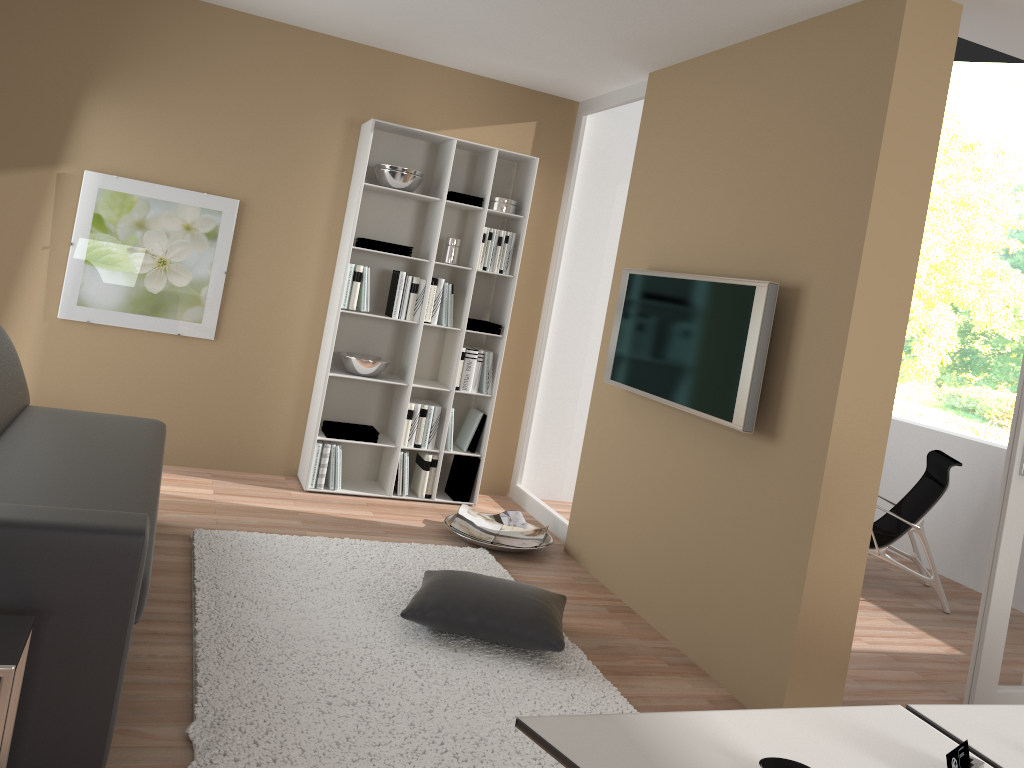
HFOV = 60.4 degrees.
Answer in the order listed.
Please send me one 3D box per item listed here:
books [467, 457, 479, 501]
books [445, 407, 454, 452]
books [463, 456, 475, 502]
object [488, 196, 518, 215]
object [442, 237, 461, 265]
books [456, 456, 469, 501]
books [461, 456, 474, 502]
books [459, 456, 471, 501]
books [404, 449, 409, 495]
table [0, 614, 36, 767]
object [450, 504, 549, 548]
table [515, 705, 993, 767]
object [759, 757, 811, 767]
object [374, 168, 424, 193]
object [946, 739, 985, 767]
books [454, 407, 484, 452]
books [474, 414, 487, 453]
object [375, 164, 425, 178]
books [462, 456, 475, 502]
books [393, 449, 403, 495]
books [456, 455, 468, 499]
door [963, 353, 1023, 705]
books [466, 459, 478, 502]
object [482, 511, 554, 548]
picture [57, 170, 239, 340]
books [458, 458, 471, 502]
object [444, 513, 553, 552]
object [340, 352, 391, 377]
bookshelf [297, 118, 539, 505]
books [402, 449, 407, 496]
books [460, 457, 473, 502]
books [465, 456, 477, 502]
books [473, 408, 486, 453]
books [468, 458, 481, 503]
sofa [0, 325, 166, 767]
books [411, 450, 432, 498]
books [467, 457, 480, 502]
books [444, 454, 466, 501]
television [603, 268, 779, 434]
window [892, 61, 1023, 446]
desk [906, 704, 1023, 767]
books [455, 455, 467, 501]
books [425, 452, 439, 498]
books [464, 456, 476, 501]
[{"bbox_3d":[-0.273,0.568,5.418,0.031,0.269,0.213,10,2,-21],"label":"books"},{"bbox_3d":[-0.396,0.260,5.357,0.059,0.260,0.209,10,2,-21],"label":"books"},{"bbox_3d":[-0.294,0.562,5.414,0.031,0.271,0.216,10,2,-21],"label":"books"},{"bbox_3d":[-0.064,-1.097,5.435,0.192,0.090,0.191,12,5,21],"label":"object"},{"bbox_3d":[-0.363,-0.799,5.301,0.093,0.162,0.094,10,1,-7],"label":"object"},{"bbox_3d":[-0.335,0.557,5.398,0.031,0.271,0.216,10,2,-21],"label":"books"},{"bbox_3d":[-0.303,0.564,5.407,0.031,0.269,0.213,10,2,-21],"label":"books"},{"bbox_3d":[-0.319,0.562,5.401,0.031,0.269,0.213,10,2,-21],"label":"books"},{"bbox_3d":[-0.651,0.513,5.286,0.057,0.258,0.209,10,2,-21],"label":"books"},{"bbox_3d":[-1.132,0.734,1.743,0.225,0.469,0.240,10,1,-21],"label":"table"},{"bbox_3d":[-0.072,0.776,4.696,0.500,0.096,0.343,11,6,9],"label":"object"},{"bbox_3d":[0.492,0.982,1.091,0.804,0.687,0.937,9,4,-24],"label":"table"},{"bbox_3d":[0.399,0.586,1.217,0.090,0.030,0.216,11,6,9],"label":"object"},{"bbox_3d":[-0.680,-1.194,5.221,0.302,0.106,0.297,14,6,34],"label":"object"},{"bbox_3d":[0.722,0.612,1.391,0.049,0.055,0.129,12,5,44],"label":"object"},{"bbox_3d":[-0.266,0.278,5.441,0.084,0.246,0.209,10,2,-21],"label":"books"},{"bbox_3d":[-0.227,0.289,5.453,0.043,0.238,0.213,10,2,-21],"label":"books"},{"bbox_3d":[-0.675,-1.220,5.221,0.302,0.106,0.297,14,6,34],"label":"object"},{"bbox_3d":[-0.298,0.565,5.408,0.031,0.269,0.213,10,2,-21],"label":"books"},{"bbox_3d":[-0.687,0.509,5.260,0.059,0.260,0.209,10,2,-21],"label":"books"},{"bbox_3d":[-0.340,0.556,5.397,0.031,0.271,0.216,10,2,-21],"label":"books"},{"bbox_3d":[2.587,0.089,3.710,1.179,2.649,0.060,10,-1,-20],"label":"door"},{"bbox_3d":[-0.278,0.567,5.416,0.031,0.269,0.213,10,2,-21],"label":"books"},{"bbox_3d":[-0.034,0.792,4.726,0.340,0.096,0.505,8,6,-21],"label":"object"},{"bbox_3d":[-2.013,-0.706,4.908,0.810,0.817,0.019,9,0,-20],"label":"picture"},{"bbox_3d":[-0.324,0.561,5.399,0.031,0.269,0.213,10,2,-21],"label":"books"},{"bbox_3d":[-0.078,0.806,4.680,0.580,0.063,0.593,4,9,-46],"label":"object"},{"bbox_3d":[-0.876,-0.107,5.205,0.302,0.106,0.297,14,6,34],"label":"object"},{"bbox_3d":[-0.561,-0.414,5.315,1.032,2.143,0.335,10,-1,-21],"label":"bookshelf"},{"bbox_3d":[-0.662,0.515,5.265,0.057,0.258,0.210,10,2,-21],"label":"books"},{"bbox_3d":[-0.308,0.563,5.405,0.031,0.269,0.213,10,2,-21],"label":"books"},{"bbox_3d":[-0.282,0.565,5.413,0.031,0.272,0.219,10,2,-21],"label":"books"},{"bbox_3d":[-0.234,0.285,5.451,0.043,0.242,0.221,10,2,-21],"label":"books"},{"bbox_3d":[-0.263,0.569,5.422,0.031,0.269,0.213,10,2,-21],"label":"books"},{"bbox_3d":[-1.665,0.317,2.906,0.945,0.833,2.285,9,5,-21],"label":"sofa"},{"bbox_3d":[-0.545,0.531,5.307,0.040,0.258,0.209,10,2,-21],"label":"books"},{"bbox_3d":[-0.268,0.566,5.420,0.032,0.274,0.221,10,2,-21],"label":"books"},{"bbox_3d":[-0.349,0.558,5.390,0.031,0.269,0.213,10,2,-21],"label":"books"},{"bbox_3d":[0.733,-0.196,3.858,0.054,0.577,1.188,11,4,-21],"label":"television"},{"bbox_3d":[8.080,-0.669,8.616,2.056,5.948,12.233,10,4,-38],"label":"window"},{"bbox_3d":[1.570,1.121,1.589,1.590,0.686,0.813,8,4,-21],"label":"desk"},{"bbox_3d":[-0.344,0.558,5.390,0.031,0.269,0.213,10,2,-21],"label":"books"},{"bbox_3d":[-0.509,0.535,5.325,0.040,0.258,0.209,10,2,-21],"label":"books"},{"bbox_3d":[-0.290,0.564,5.416,0.031,0.271,0.216,10,2,-21],"label":"books"}]
